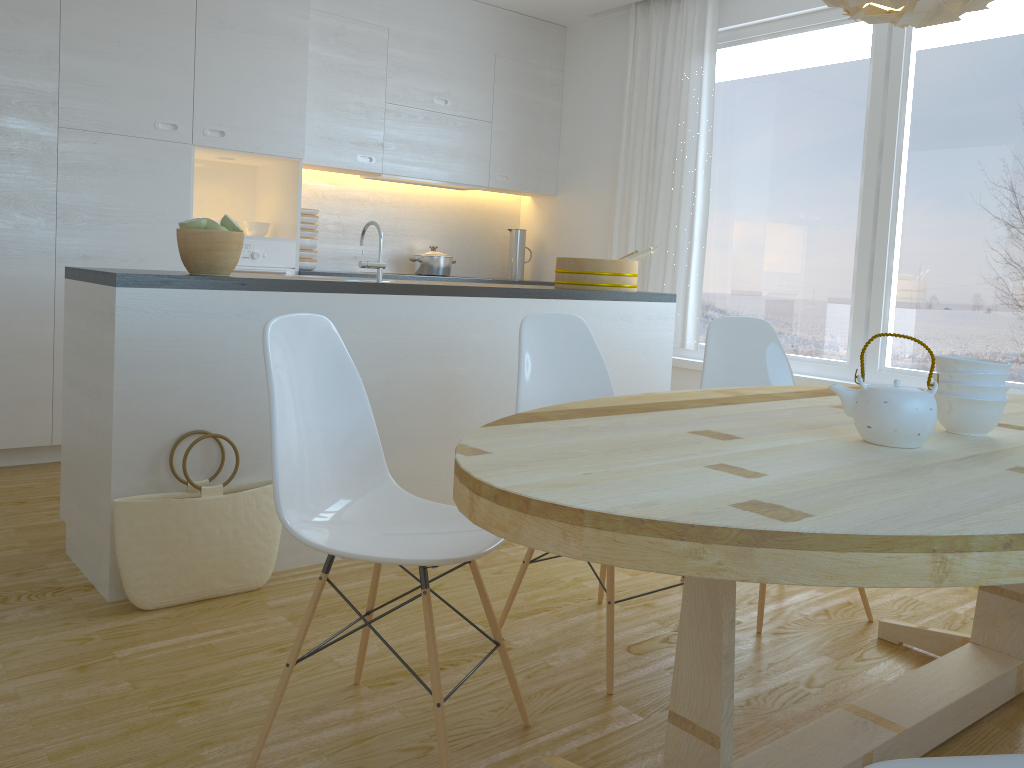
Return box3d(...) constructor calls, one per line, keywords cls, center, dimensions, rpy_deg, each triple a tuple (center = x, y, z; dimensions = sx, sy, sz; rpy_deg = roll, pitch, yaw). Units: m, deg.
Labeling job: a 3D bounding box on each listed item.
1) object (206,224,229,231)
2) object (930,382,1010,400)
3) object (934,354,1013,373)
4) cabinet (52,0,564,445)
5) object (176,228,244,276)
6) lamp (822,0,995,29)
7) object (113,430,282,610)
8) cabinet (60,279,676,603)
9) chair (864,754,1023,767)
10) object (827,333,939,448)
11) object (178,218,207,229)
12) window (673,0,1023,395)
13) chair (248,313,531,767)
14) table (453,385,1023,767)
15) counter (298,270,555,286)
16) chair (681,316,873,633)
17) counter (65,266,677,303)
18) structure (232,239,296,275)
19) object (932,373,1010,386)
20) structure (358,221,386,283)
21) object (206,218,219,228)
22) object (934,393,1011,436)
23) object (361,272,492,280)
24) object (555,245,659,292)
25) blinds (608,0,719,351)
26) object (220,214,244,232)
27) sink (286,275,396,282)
box3d(cls="object", center=(-0.929, -0.461, 2.797), dimensions=(0.081, 0.085, 0.098), rpy_deg=(5, 6, 15))
box3d(cls="object", center=(0.962, 0.039, 1.869), dimensions=(0.152, 0.092, 0.152), rpy_deg=(3, 6, 0))
box3d(cls="object", center=(0.966, -0.013, 1.866), dimensions=(0.151, 0.086, 0.153), rpy_deg=(2, 7, -11))
box3d(cls="cabinet", center=(-0.968, -0.955, 5.198), dimensions=(3.203, 2.290, 0.483), rpy_deg=(-2, 6, -39))
box3d(cls="object", center=(-0.962, -0.418, 2.820), dimensions=(0.205, 0.141, 0.206), rpy_deg=(4, 6, 12))
box3d(cls="lamp", center=(0.877, -1.314, 1.842), dimensions=(0.639, 1.130, 0.650), rpy_deg=(-1, 6, -40))
box3d(cls="object", center=(-0.497, 0.440, 2.397), dimensions=(1.193, 0.499, 0.472), rpy_deg=(7, 7, 28))
box3d(cls="cabinet", center=(-0.399, 0.091, 3.513), dimensions=(2.402, 0.906, 0.603), rpy_deg=(-3, 7, -39))
box3d(cls="chair", center=(0.581, 0.495, 0.827), dimensions=(0.430, 0.897, 0.526), rpy_deg=(2, 5, -9))
box3d(cls="object", center=(0.724, 0.007, 1.700), dimensions=(0.147, 0.211, 0.178), rpy_deg=(-1, 7, -40))
box3d(cls="object", center=(-1.000, -0.491, 2.771), dimensions=(0.084, 0.065, 0.086), rpy_deg=(0, 7, -27))
box3d(cls="window", center=(1.854, -0.960, 4.438), dimensions=(0.088, 1.909, 2.740), rpy_deg=(0, 7, -39))
box3d(cls="chair", center=(-0.250, 0.317, 1.859), dimensions=(0.524, 0.897, 0.431), rpy_deg=(5, 5, 21))
box3d(cls="table", center=(0.810, 0.455, 1.907), dimensions=(2.191, 0.722, 1.199), rpy_deg=(-3, 9, -41))
box3d(cls="counter", center=(-0.559, -0.670, 5.645), dimensions=(2.002, 0.040, 0.603), rpy_deg=(-3, 9, -39))
box3d(cls="chair", center=(0.854, 0.247, 2.866), dimensions=(0.429, 0.897, 0.526), rpy_deg=(2, 5, -19))
box3d(cls="counter", center=(-0.374, -0.380, 3.481), dimensions=(2.402, 0.040, 0.604), rpy_deg=(-3, 9, -39))
box3d(cls="structure", center=(-1.393, -0.454, 4.611), dimensions=(0.561, 0.593, 0.049), rpy_deg=(-1, 6, -39))
box3d(cls="object", center=(0.962, 0.015, 1.870), dimensions=(0.152, 0.095, 0.151), rpy_deg=(0, 7, -23))
box3d(cls="structure", center=(-0.522, -0.470, 3.122), dimensions=(0.097, 0.214, 0.163), rpy_deg=(0, 6, -39))
box3d(cls="object", center=(-0.979, -0.487, 2.858), dimensions=(0.102, 0.098, 0.087), rpy_deg=(1, 6, -18))
box3d(cls="object", center=(0.961, 0.063, 1.867), dimensions=(0.152, 0.082, 0.153), rpy_deg=(3, 7, 0))
box3d(cls="object", center=(-0.557, -0.688, 5.649), dimensions=(0.654, 0.013, 0.565), rpy_deg=(-3, 9, -39))
box3d(cls="object", center=(0.414, -0.539, 4.061), dimensions=(0.429, 0.213, 0.381), rpy_deg=(2, 7, -11))
box3d(cls="blinds", center=(0.863, -1.313, 5.344), dimensions=(0.150, 2.150, 0.798), rpy_deg=(0, 5, -40))
box3d(cls="object", center=(-0.903, -0.511, 2.855), dimensions=(0.074, 0.071, 0.078), rpy_deg=(2, 6, -14))
box3d(cls="sink", center=(-0.642, -0.319, 3.312), dimensions=(0.404, 0.156, 0.406), rpy_deg=(3, 7, 2))
